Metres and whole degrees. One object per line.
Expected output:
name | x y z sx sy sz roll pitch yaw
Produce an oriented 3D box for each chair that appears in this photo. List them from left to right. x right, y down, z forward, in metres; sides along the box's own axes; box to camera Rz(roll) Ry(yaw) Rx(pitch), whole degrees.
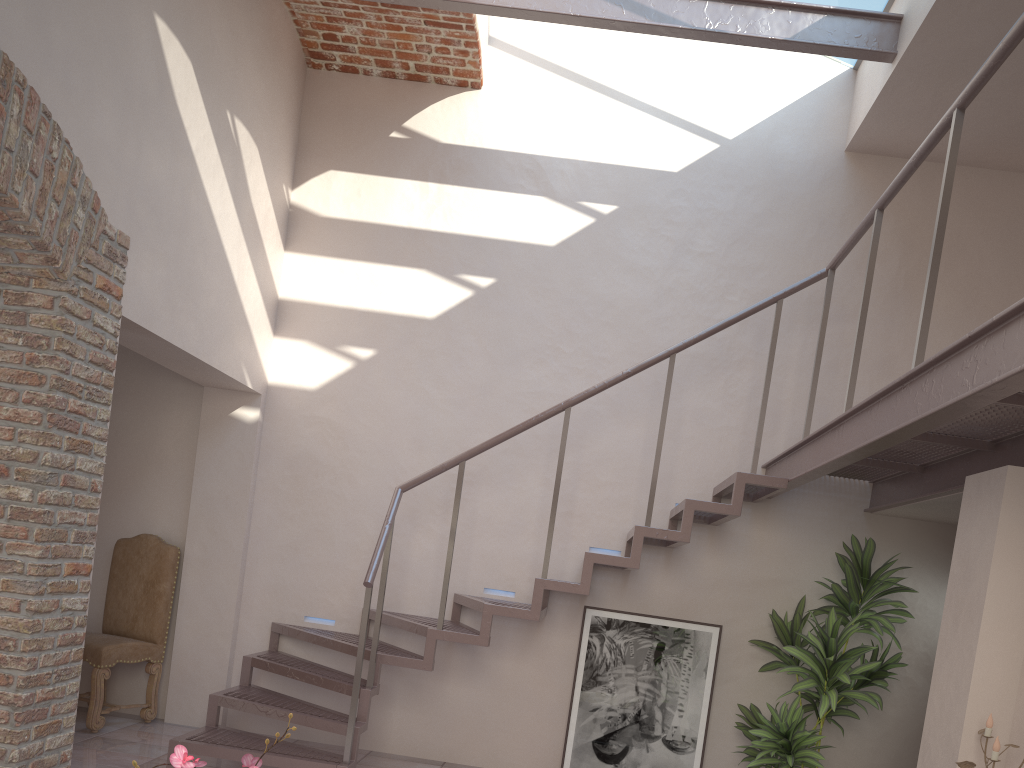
chair | -2.586 1.542 5.787 0.536 1.244 0.652 8 0 20

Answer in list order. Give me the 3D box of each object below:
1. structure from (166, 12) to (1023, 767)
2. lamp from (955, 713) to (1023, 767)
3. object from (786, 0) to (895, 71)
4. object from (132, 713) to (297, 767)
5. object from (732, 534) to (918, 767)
structure | 0.100 0.244 2.417 3.776 3.187 7.302 8 -9 5
lamp | 1.767 1.743 3.395 0.227 1.130 0.348 10 3 38
object | 0.885 -2.955 3.496 2.334 0.670 4.614 7 -11 5
object | -0.680 1.034 2.065 0.372 0.597 0.296 8 0 -2
object | 1.817 1.785 5.394 0.943 1.872 1.107 8 0 23
